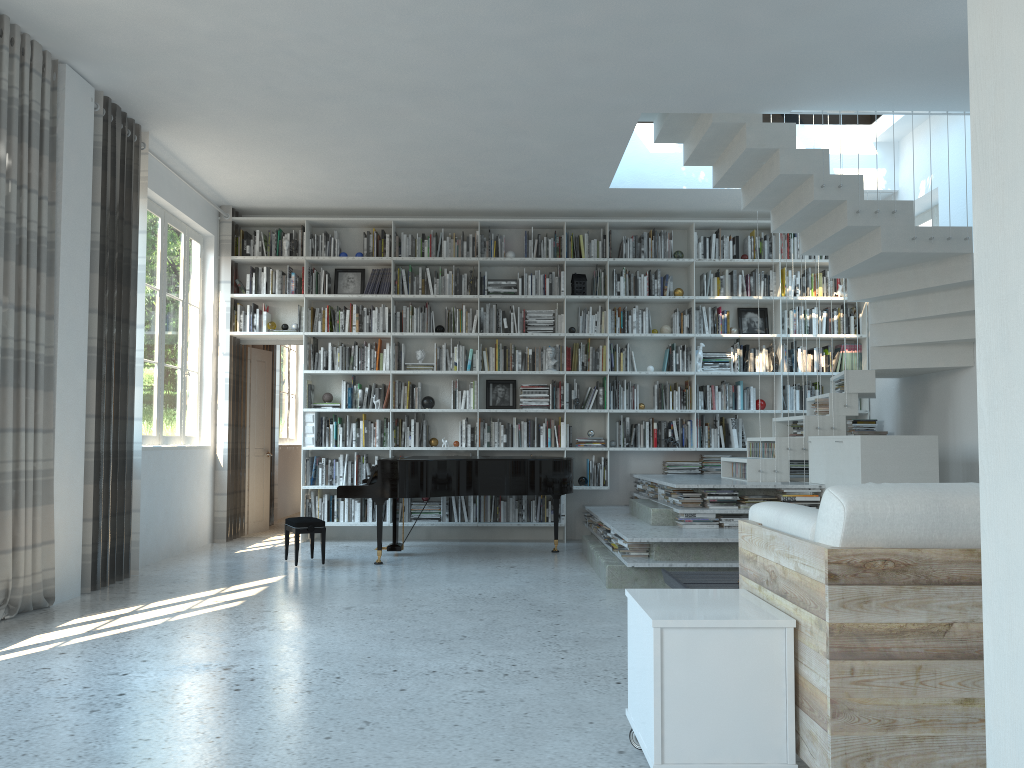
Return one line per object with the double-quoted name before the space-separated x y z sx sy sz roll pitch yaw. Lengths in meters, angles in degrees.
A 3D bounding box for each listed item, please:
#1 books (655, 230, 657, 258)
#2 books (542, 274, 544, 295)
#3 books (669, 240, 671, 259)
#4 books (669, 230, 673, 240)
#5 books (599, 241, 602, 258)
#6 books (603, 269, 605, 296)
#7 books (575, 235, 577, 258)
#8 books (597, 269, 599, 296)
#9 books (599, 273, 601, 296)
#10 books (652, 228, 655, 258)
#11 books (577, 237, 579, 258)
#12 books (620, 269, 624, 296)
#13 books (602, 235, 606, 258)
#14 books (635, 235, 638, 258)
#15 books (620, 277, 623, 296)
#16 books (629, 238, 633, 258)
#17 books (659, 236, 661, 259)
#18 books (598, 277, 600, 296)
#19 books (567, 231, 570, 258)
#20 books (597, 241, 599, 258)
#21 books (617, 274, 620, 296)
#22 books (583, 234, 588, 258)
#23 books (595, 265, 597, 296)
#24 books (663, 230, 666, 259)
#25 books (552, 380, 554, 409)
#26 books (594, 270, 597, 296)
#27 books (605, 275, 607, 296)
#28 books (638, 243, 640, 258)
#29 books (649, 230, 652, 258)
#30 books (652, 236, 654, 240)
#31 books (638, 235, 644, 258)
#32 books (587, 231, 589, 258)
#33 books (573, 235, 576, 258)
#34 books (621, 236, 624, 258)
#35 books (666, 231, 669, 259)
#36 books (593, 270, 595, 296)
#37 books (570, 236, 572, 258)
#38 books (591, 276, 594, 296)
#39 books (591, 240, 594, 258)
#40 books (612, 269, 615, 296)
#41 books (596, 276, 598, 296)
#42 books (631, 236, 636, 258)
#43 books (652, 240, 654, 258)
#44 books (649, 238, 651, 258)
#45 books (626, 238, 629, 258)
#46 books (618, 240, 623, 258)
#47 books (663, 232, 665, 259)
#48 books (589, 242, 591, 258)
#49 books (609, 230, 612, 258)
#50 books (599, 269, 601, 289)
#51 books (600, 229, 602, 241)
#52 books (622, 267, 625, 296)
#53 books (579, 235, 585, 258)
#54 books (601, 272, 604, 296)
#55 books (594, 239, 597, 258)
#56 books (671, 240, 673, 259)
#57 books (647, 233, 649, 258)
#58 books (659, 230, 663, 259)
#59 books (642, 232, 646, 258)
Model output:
"books" 1.417 -1.356 8.809 0.015 0.299 0.183 0 -3 -1
"books" 0.306 -0.961 8.805 0.011 0.239 0.139 0 -3 -1
"books" 1.557 -1.312 8.831 0.018 0.214 0.157 0 -3 -1
"books" 1.583 -1.358 8.826 0.006 0.306 0.163 0 -3 -1
"books" 0.871 -1.304 8.818 0.022 0.194 0.182 0 -3 -1
"books" 0.913 -0.987 8.816 0.005 0.292 0.130 0 -3 -1
"books" 0.638 -1.339 8.820 0.008 0.262 0.142 0 -3 -1
"books" 0.844 -0.987 8.785 0.021 0.288 0.179 0 -3 -1
"books" 0.866 -0.970 8.794 0.005 0.255 0.159 0 -3 -1
"books" 1.405 -1.370 8.826 0.007 0.329 0.183 0 -3 -1
"books" 0.649 -1.326 8.802 0.015 0.233 0.171 0 -3 -1
"books" 1.094 -0.981 8.806 0.011 0.283 0.173 0 -3 -1
"books" 0.909 -1.334 8.805 0.029 0.253 0.186 0 -3 -1
"books" 1.228 -1.334 8.830 0.021 0.256 0.169 0 -3 -1
"books" 1.076 -0.945 8.787 0.026 0.207 0.181 0 -3 -1
"books" 1.173 -1.319 8.827 0.028 0.226 0.163 0 -3 -1
"books" 1.462 -1.331 8.831 0.024 0.252 0.150 0 -3 -1
"books" 0.857 -0.947 8.803 0.013 0.210 0.140 0 -3 -1
"books" 0.561 -1.357 8.814 0.007 0.298 0.181 0 -3 -1
"books" 0.847 -1.308 8.825 0.025 0.203 0.162 0 -3 -1
"books" 1.050 -0.961 8.806 0.026 0.243 0.148 0 -3 -1
"books" 0.732 -1.344 8.828 0.030 0.274 0.151 0 -3 -1
"books" 0.829 -1.011 8.808 0.025 0.339 0.143 0 -3 -1
"books" 1.517 -1.364 8.854 0.008 0.321 0.133 0 -3 -1
"books" 0.401 0.110 8.761 0.011 0.299 0.130 0 -3 -1
"books" 0.821 -0.978 8.791 0.022 0.271 0.181 0 -3 -1
"books" 0.920 -0.950 8.779 0.008 0.213 0.224 0 -3 -1
"books" 1.254 -1.299 8.846 0.031 0.190 0.132 0 -3 -1
"books" 1.373 -1.361 8.827 0.006 0.312 0.179 0 -3 -1
"books" 1.398 -1.331 8.825 0.008 0.251 0.170 0 -3 -1
"books" 1.284 -1.336 8.808 0.028 0.258 0.185 0 -3 -1
"books" 0.752 -1.357 8.812 0.010 0.297 0.167 0 -3 -1
"books" 0.617 -1.339 8.812 0.034 0.261 0.157 0 -3 -1
"books" 1.100 -1.329 8.818 0.009 0.244 0.173 0 -3 -1
"books" 1.534 -1.353 8.825 0.013 0.297 0.188 0 -3 -1
"books" 0.805 -0.980 8.777 0.021 0.272 0.190 0 -3 -1
"books" 0.584 -1.329 8.794 0.007 0.239 0.191 0 -3 -1
"books" 0.797 -0.948 8.808 0.019 0.213 0.156 0 -3 -1
"books" 0.792 -1.309 8.808 0.024 0.201 0.180 0 -3 -1
"books" 1.008 -0.983 8.798 0.012 0.285 0.159 0 -3 -1
"books" 0.834 -0.950 8.805 0.024 0.217 0.169 0 -3 -1
"books" 1.203 -1.333 8.828 0.030 0.255 0.161 0 -3 -1
"books" 1.385 -1.307 8.808 0.018 0.201 0.188 0 -3 -1
"books" 1.361 -1.321 8.819 0.018 0.231 0.160 0 -3 -1
"books" 1.143 -1.321 8.813 0.013 0.229 0.174 0 -3 -1
"books" 1.073 -1.309 8.810 0.046 0.206 0.183 0 -3 -1
"books" 1.504 -1.354 8.836 0.019 0.299 0.137 0 -3 -1
"books" 0.768 -1.298 8.806 0.022 0.180 0.173 0 -3 -1
"books" 0.972 -1.360 8.807 0.019 0.304 0.176 0 -3 -1
"books" 0.875 -0.985 8.823 0.013 0.288 0.131 0 -3 -1
"books" 0.888 -1.371 8.839 0.012 0.329 0.128 0 -3 -1
"books" 1.107 -0.993 8.801 0.014 0.306 0.152 0 -3 -1
"books" 0.691 -1.336 8.806 0.054 0.254 0.191 0 -3 -1
"books" 0.889 -0.967 8.780 0.013 0.248 0.186 0 -3 -1
"books" 0.819 -1.315 8.805 0.031 0.213 0.169 0 -3 -1
"books" 1.573 -1.309 8.822 0.014 0.208 0.188 0 -3 -1
"books" 1.348 -1.347 8.839 0.007 0.285 0.159 0 -3 -1
"books" 1.478 -1.359 8.824 0.008 0.306 0.183 0 -3 -1
"books" 1.310 -1.351 8.832 0.024 0.292 0.167 0 -3 -1
